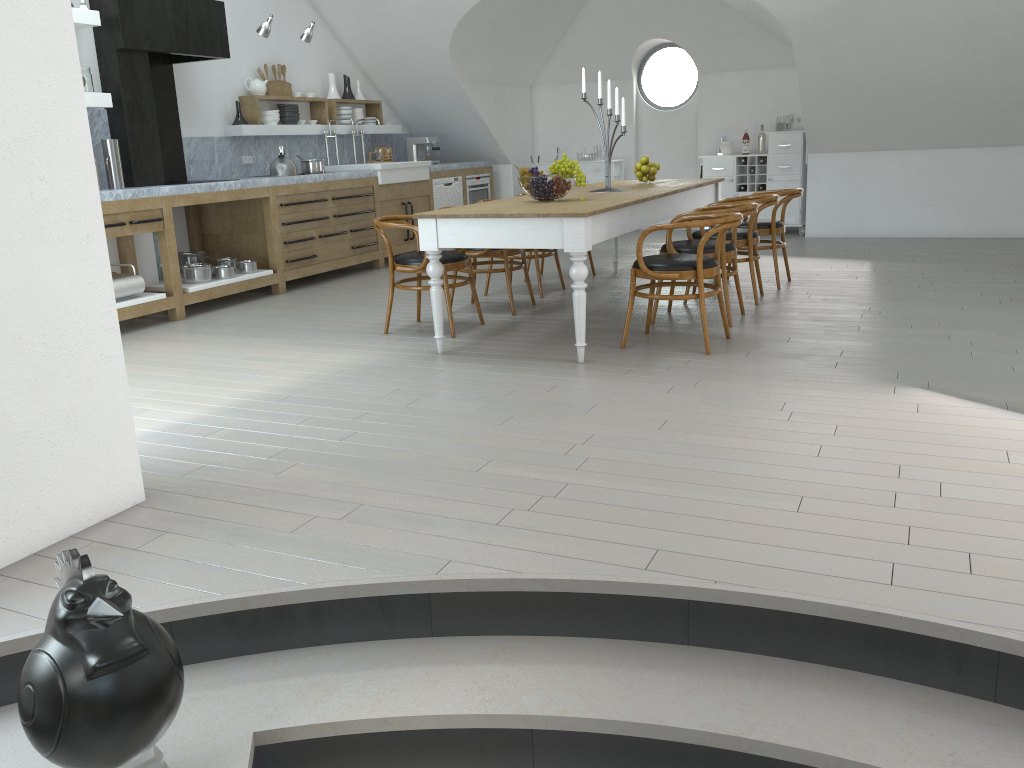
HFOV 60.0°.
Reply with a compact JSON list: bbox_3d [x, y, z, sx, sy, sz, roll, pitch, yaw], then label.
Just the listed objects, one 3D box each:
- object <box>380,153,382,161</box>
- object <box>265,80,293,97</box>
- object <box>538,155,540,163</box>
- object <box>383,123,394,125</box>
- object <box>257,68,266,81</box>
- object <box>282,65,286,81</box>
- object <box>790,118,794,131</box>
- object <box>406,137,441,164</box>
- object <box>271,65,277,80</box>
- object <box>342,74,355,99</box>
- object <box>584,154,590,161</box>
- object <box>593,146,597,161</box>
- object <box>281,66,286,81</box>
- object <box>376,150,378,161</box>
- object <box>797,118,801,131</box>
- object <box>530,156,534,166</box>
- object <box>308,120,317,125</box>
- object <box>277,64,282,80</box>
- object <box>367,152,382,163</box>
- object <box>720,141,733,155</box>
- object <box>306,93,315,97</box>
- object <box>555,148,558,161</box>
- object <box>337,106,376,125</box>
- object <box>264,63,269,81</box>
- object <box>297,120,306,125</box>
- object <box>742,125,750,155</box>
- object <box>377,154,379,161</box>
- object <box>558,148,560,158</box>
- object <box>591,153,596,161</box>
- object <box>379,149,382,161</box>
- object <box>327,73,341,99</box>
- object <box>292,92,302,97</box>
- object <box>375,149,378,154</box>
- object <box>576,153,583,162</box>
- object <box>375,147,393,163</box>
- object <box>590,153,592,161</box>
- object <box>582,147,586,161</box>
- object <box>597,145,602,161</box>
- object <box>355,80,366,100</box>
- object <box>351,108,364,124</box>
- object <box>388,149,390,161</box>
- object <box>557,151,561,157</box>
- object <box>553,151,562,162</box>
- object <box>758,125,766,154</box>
[{"bbox_3d":[-1.492,-2.558,10.071,0.044,0.177,0.020,0,14,10],"label":"object"},{"bbox_3d":[-2.271,-2.862,8.593,0.084,0.156,0.356,4,16,24],"label":"object"},{"bbox_3d":[0.327,-2.743,11.167,0.029,0.267,0.088,-13,17,-37],"label":"object"},{"bbox_3d":[-1.473,-2.998,10.262,0.213,0.025,0.215,1,15,12],"label":"object"},{"bbox_3d":[-2.346,-2.882,8.445,0.016,0.257,0.200,7,17,34],"label":"object"},{"bbox_3d":[-2.227,-2.962,8.658,0.039,0.296,0.068,4,15,25],"label":"object"},{"bbox_3d":[3.170,-2.933,10.026,0.046,0.142,0.046,7,17,35],"label":"object"},{"bbox_3d":[-0.997,-2.758,10.492,0.387,0.318,0.326,4,16,25],"label":"object"},{"bbox_3d":[-2.283,-2.939,8.579,0.040,0.297,0.061,3,15,22],"label":"object"},{"bbox_3d":[-1.778,-3.205,9.575,0.156,0.266,0.157,5,16,29],"label":"object"},{"bbox_3d":[0.922,-2.785,10.924,0.077,0.085,0.077,1,15,12],"label":"object"},{"bbox_3d":[1.036,-2.851,10.971,0.054,0.178,0.054,-2,14,3],"label":"object"},{"bbox_3d":[-2.228,-2.972,8.699,0.030,0.292,0.058,4,15,24],"label":"object"},{"bbox_3d":[-1.527,-2.561,10.050,0.019,0.195,0.022,1,14,13],"label":"object"},{"bbox_3d":[3.243,-2.937,10.028,0.046,0.142,0.046,7,17,35],"label":"object"},{"bbox_3d":[0.278,-2.747,11.190,0.088,0.267,0.029,-3,14,-1],"label":"object"},{"bbox_3d":[-2.042,-2.676,9.086,0.098,0.048,0.099,4,16,22],"label":"object"},{"bbox_3d":[-2.251,-2.946,8.601,0.019,0.297,0.057,4,15,25],"label":"object"},{"bbox_3d":[-1.556,-2.540,10.036,0.100,0.170,0.174,4,16,26],"label":"object"},{"bbox_3d":[2.516,-2.761,10.391,0.158,0.159,0.154,-13,18,-35],"label":"object"},{"bbox_3d":[-2.051,-2.936,9.030,0.098,0.048,0.099,4,16,22],"label":"object"},{"bbox_3d":[0.573,-2.927,11.286,0.039,0.174,0.055,4,15,25],"label":"object"},{"bbox_3d":[-1.716,-2.931,9.713,0.198,0.194,0.661,4,16,24],"label":"object"},{"bbox_3d":[-2.334,-2.909,8.474,0.027,0.297,0.055,4,15,25],"label":"object"},{"bbox_3d":[-2.122,-2.627,8.917,0.098,0.048,0.099,4,16,22],"label":"object"},{"bbox_3d":[2.720,-2.834,10.303,0.081,0.327,0.082,3,15,21],"label":"object"},{"bbox_3d":[-1.512,-2.549,10.039,0.019,0.177,0.044,-5,14,-9],"label":"object"},{"bbox_3d":[0.596,-2.919,11.260,0.039,0.163,0.024,8,17,37],"label":"object"},{"bbox_3d":[1.004,-2.795,10.921,0.071,0.098,0.071,-15,19,-40],"label":"object"},{"bbox_3d":[-1.491,-2.566,10.054,0.040,0.191,0.042,-10,15,-27],"label":"object"},{"bbox_3d":[-1.890,-3.138,9.345,0.156,0.266,0.157,1,14,14],"label":"object"},{"bbox_3d":[-2.141,-2.882,8.841,0.098,0.048,0.099,4,16,22],"label":"object"},{"bbox_3d":[-1.535,-2.570,10.075,0.040,0.191,0.042,-9,15,-26],"label":"object"},{"bbox_3d":[0.835,-2.791,10.922,0.082,0.104,0.082,8,18,37],"label":"object"},{"bbox_3d":[-1.474,-2.623,10.230,0.104,0.221,0.201,4,16,25],"label":"object"},{"bbox_3d":[0.964,-2.812,11.002,0.094,0.093,0.094,1,15,13],"label":"object"},{"bbox_3d":[0.890,-2.840,10.971,0.048,0.168,0.048,0,14,13],"label":"object"},{"bbox_3d":[1.074,-2.843,10.920,0.063,0.186,0.063,0,14,10],"label":"object"},{"bbox_3d":[-1.691,-3.239,9.782,0.156,0.217,0.157,-1,14,6],"label":"object"},{"bbox_3d":[-1.694,-2.932,9.703,0.158,0.159,0.154,-13,18,-35],"label":"object"},{"bbox_3d":[-1.424,-2.621,10.246,0.040,0.191,0.042,-6,14,-14],"label":"object"},{"bbox_3d":[0.585,-2.912,11.288,0.097,0.136,0.029,5,16,28],"label":"object"},{"bbox_3d":[0.581,-2.891,11.286,0.101,0.137,0.067,4,15,25],"label":"object"},{"bbox_3d":[2.882,-2.821,10.223,0.085,0.328,0.086,-6,14,-15],"label":"object"}]
